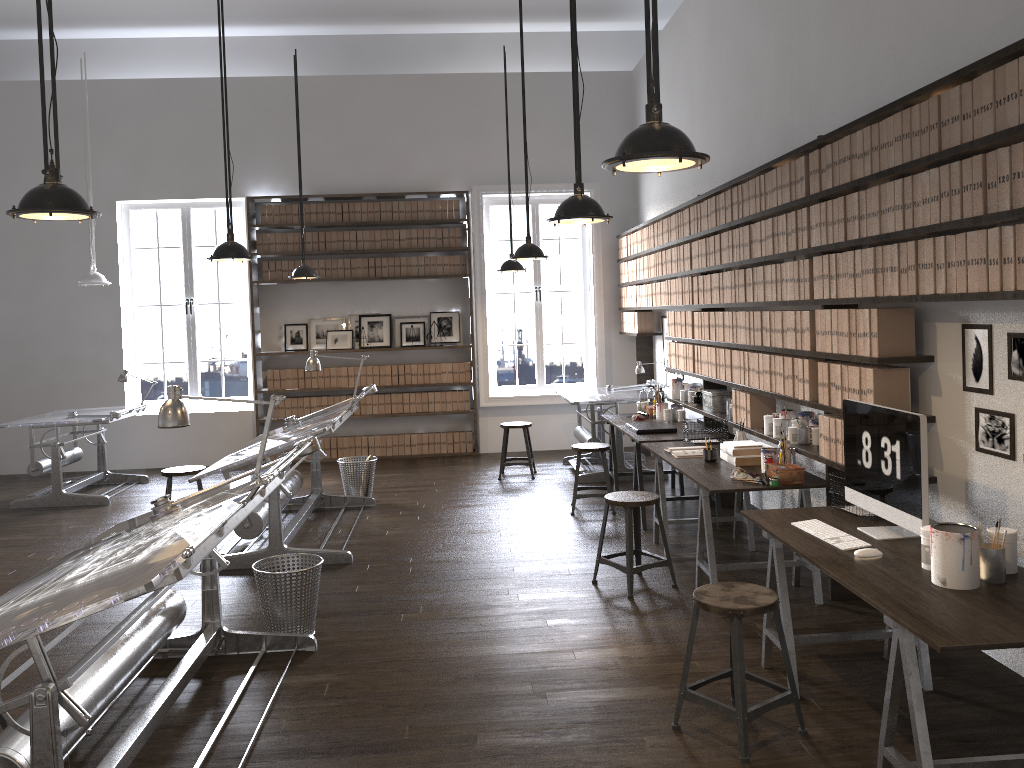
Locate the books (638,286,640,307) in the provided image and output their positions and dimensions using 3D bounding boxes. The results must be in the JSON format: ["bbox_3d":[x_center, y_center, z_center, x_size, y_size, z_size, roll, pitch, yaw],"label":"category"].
[{"bbox_3d":[1.384,-0.897,9.057,0.174,0.225,0.067,-2,2,-4],"label":"books"}]

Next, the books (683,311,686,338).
[{"bbox_3d":[1.508,-0.491,7.321,0.174,0.225,0.067,-2,2,-4],"label":"books"}]

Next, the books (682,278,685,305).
[{"bbox_3d":[1.503,-0.768,7.316,0.174,0.225,0.067,-2,2,-4],"label":"books"}]

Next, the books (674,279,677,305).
[{"bbox_3d":[1.480,-0.789,7.585,0.174,0.225,0.067,-2,2,-4],"label":"books"}]

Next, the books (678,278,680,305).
[{"bbox_3d":[1.493,-0.778,7.450,0.174,0.225,0.067,-2,2,-4],"label":"books"}]

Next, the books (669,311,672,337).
[{"bbox_3d":[1.478,-0.529,7.805,0.174,0.225,0.067,-2,2,-4],"label":"books"}]

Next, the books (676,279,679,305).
[{"bbox_3d":[1.487,-0.783,7.512,0.174,0.225,0.067,-2,2,-4],"label":"books"}]

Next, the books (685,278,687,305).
[{"bbox_3d":[1.507,-0.762,7.245,0.174,0.225,0.067,-2,2,-4],"label":"books"}]

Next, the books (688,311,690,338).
[{"bbox_3d":[1.521,-0.480,7.172,0.174,0.225,0.067,-2,2,-4],"label":"books"}]

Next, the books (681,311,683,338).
[{"bbox_3d":[1.508,-0.497,7.396,0.174,0.225,0.067,-2,2,-4],"label":"books"}]

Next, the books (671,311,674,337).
[{"bbox_3d":[1.484,-0.524,7.742,0.174,0.225,0.067,-2,2,-4],"label":"books"}]

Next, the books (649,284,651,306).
[{"bbox_3d":[1.421,-0.859,8.575,0.174,0.225,0.067,-2,2,-4],"label":"books"}]

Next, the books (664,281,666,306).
[{"bbox_3d":[1.457,-0.810,7.945,0.174,0.225,0.067,-2,2,-4],"label":"books"}]

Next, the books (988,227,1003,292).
[{"bbox_3d":[1.773,-0.438,3.105,0.174,0.225,0.067,-2,2,-4],"label":"books"}]

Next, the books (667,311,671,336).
[{"bbox_3d":[1.471,-0.535,7.877,0.174,0.225,0.067,-2,2,-4],"label":"books"}]

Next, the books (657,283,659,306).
[{"bbox_3d":[1.444,-0.831,8.214,0.174,0.225,0.067,-2,2,-4],"label":"books"}]

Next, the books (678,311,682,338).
[{"bbox_3d":[1.499,-0.503,7.467,0.174,0.225,0.067,-2,2,-4],"label":"books"}]

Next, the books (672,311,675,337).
[{"bbox_3d":[1.484,-0.519,7.675,0.174,0.225,0.067,-2,2,-4],"label":"books"}]

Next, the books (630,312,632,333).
[{"bbox_3d":[1.367,-0.662,9.505,0.174,0.225,0.067,-2,2,-4],"label":"books"}]

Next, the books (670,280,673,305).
[{"bbox_3d":[1.477,-0.800,7.725,0.174,0.225,0.067,-2,2,-4],"label":"books"}]

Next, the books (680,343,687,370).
[{"bbox_3d":[1.510,-0.232,7.467,0.174,0.225,0.067,-2,2,-4],"label":"books"}]

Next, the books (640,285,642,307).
[{"bbox_3d":[1.393,-0.891,8.987,0.174,0.225,0.067,-2,2,-4],"label":"books"}]

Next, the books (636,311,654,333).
[{"bbox_3d":[1.386,-0.641,9.236,0.174,0.225,0.067,-2,2,-4],"label":"books"}]

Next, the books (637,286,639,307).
[{"bbox_3d":[1.381,-0.903,9.139,0.174,0.225,0.067,-2,2,-4],"label":"books"}]

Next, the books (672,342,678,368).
[{"bbox_3d":[1.492,-0.254,7.748,0.174,0.225,0.067,-2,2,-4],"label":"books"}]

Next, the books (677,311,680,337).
[{"bbox_3d":[1.499,-0.508,7.538,0.174,0.225,0.067,-2,2,-4],"label":"books"}]

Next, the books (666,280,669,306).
[{"bbox_3d":[1.460,-0.811,7.866,0.174,0.225,0.067,-2,2,-4],"label":"books"}]

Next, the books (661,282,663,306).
[{"bbox_3d":[1.452,-0.821,8.080,0.174,0.225,0.067,-2,2,-4],"label":"books"}]

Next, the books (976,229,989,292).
[{"bbox_3d":[1.768,-0.443,3.177,0.174,0.225,0.067,-2,2,-4],"label":"books"}]

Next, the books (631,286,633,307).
[{"bbox_3d":[1.365,-0.934,9.435,0.174,0.225,0.067,-2,2,-4],"label":"books"}]

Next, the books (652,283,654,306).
[{"bbox_3d":[1.431,-0.848,8.426,0.174,0.225,0.067,-2,2,-4],"label":"books"}]

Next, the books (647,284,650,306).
[{"bbox_3d":[1.414,-0.864,8.640,0.174,0.225,0.067,-2,2,-4],"label":"books"}]

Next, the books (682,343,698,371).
[{"bbox_3d":[1.512,-0.226,7.394,0.174,0.225,0.067,-2,2,-4],"label":"books"}]

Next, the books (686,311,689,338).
[{"bbox_3d":[1.518,-0.485,7.247,0.174,0.225,0.067,-2,2,-4],"label":"books"}]

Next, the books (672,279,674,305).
[{"bbox_3d":[1.480,-0.794,7.655,0.174,0.225,0.067,-2,2,-4],"label":"books"}]

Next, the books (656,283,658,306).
[{"bbox_3d":[1.440,-0.837,8.284,0.174,0.225,0.067,-2,2,-4],"label":"books"}]

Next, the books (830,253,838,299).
[{"bbox_3d":[1.689,-0.542,4.431,0.174,0.225,0.067,-2,2,-4],"label":"books"}]

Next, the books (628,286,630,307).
[{"bbox_3d":[1.348,-0.944,9.576,0.174,0.225,0.067,-2,2,-4],"label":"books"}]

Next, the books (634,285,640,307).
[{"bbox_3d":[1.371,-0.917,9.227,0.174,0.225,0.067,-2,2,-4],"label":"books"}]

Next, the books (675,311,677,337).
[{"bbox_3d":[1.494,-0.514,7.608,0.174,0.225,0.067,-2,2,-4],"label":"books"}]

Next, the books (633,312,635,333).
[{"bbox_3d":[1.372,-0.651,9.375,0.174,0.225,0.067,-2,2,-4],"label":"books"}]

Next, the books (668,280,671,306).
[{"bbox_3d":[1.469,-0.805,7.794,0.174,0.225,0.067,-2,2,-4],"label":"books"}]

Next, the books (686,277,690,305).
[{"bbox_3d":[1.508,-0.757,7.174,0.174,0.225,0.067,-2,2,-4],"label":"books"}]

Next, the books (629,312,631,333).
[{"bbox_3d":[1.360,-0.667,9.577,0.174,0.225,0.067,-2,2,-4],"label":"books"}]

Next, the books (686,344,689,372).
[{"bbox_3d":[1.525,-0.216,7.259,0.174,0.225,0.067,-2,2,-4],"label":"books"}]

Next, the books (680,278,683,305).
[{"bbox_3d":[1.493,-0.773,7.383,0.174,0.225,0.067,-2,2,-4],"label":"books"}]

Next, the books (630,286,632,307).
[{"bbox_3d":[1.356,-0.939,9.504,0.174,0.225,0.067,-2,2,-4],"label":"books"}]

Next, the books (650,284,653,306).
[{"bbox_3d":[1.420,-0.853,8.500,0.174,0.225,0.067,-2,2,-4],"label":"books"}]

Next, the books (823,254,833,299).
[{"bbox_3d":[1.681,-0.547,4.503,0.174,0.225,0.067,-2,2,-4],"label":"books"}]

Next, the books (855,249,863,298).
[{"bbox_3d":[1.708,-0.520,4.149,0.174,0.225,0.067,-2,2,-4],"label":"books"}]

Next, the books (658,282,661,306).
[{"bbox_3d":[1.443,-0.826,8.146,0.174,0.225,0.067,-2,2,-4],"label":"books"}]

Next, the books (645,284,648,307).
[{"bbox_3d":[1.406,-0.869,8.703,0.174,0.225,0.067,-2,2,-4],"label":"books"}]

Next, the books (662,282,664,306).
[{"bbox_3d":[1.454,-0.816,8.017,0.174,0.225,0.067,-2,2,-4],"label":"books"}]

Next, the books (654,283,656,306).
[{"bbox_3d":[1.431,-0.842,8.355,0.174,0.225,0.067,-2,2,-4],"label":"books"}]

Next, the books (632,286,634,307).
[{"bbox_3d":[1.368,-0.928,9.365,0.174,0.225,0.067,-2,2,-4],"label":"books"}]

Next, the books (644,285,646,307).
[{"bbox_3d":[1.401,-0.875,8.775,0.174,0.225,0.067,-2,2,-4],"label":"books"}]
